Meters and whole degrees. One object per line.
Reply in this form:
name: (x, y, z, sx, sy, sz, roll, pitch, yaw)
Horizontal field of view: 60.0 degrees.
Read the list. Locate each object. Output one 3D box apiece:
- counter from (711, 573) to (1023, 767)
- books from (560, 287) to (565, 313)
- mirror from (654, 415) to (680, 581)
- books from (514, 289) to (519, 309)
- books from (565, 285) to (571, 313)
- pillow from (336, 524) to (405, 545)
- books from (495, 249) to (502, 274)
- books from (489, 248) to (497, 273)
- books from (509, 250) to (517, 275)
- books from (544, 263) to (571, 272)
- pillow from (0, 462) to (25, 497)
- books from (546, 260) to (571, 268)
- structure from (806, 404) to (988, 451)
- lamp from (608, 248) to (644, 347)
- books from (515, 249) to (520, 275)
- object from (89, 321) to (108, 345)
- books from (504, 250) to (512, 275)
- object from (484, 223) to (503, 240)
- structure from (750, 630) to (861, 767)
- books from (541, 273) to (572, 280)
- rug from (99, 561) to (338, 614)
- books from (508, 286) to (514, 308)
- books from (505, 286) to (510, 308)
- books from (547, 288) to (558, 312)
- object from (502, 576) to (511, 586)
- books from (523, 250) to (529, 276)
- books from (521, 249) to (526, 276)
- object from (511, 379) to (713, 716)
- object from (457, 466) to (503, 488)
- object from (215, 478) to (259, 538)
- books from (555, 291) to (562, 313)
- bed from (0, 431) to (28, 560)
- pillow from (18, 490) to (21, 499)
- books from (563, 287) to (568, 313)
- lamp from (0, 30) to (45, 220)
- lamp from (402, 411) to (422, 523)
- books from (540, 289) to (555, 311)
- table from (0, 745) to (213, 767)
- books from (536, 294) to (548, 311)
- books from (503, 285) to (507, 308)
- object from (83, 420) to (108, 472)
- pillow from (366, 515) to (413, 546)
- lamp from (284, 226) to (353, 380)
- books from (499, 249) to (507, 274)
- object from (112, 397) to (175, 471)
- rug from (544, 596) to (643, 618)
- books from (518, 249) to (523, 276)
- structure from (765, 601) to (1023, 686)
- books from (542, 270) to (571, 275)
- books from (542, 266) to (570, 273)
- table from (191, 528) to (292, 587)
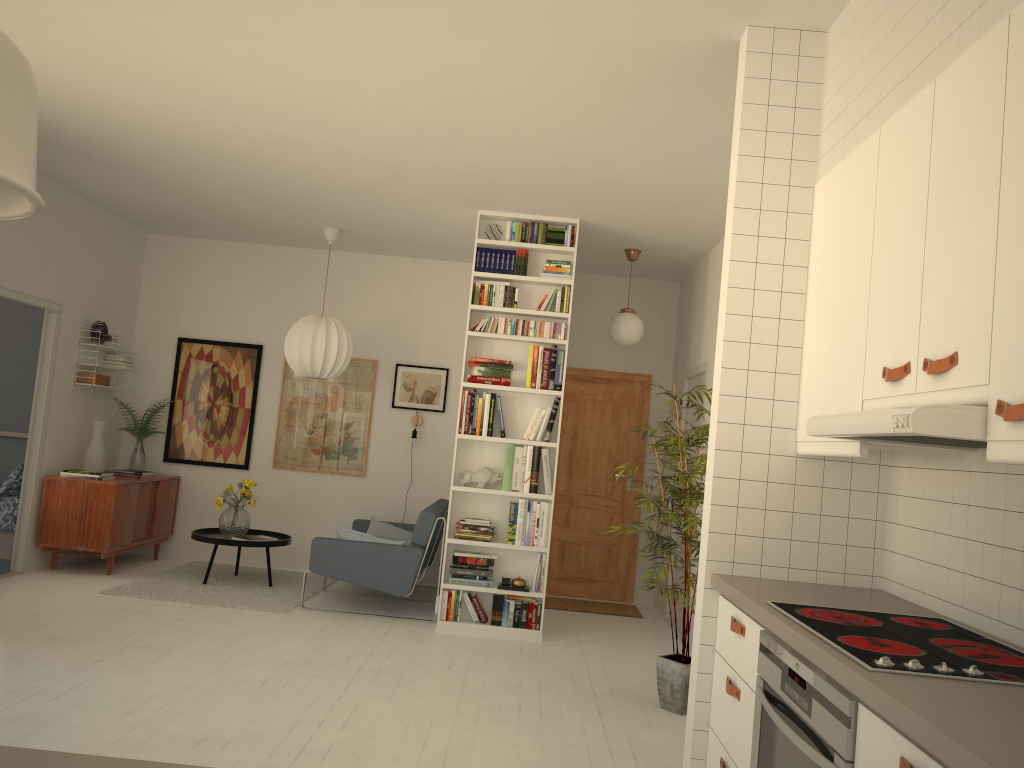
counter: (-0.183, 0.497, 0.672, 2.856, 0.163, 4.842, 5, -4, 1)
books: (0.353, -0.576, 6.259, 0.022, 0.187, 0.186, 5, -4, 1)
mirror: (1.323, 0.957, 7.604, 0.029, 1.371, 0.500, 5, -4, 1)
books: (0.031, -0.583, 6.242, 0.020, 0.145, 0.189, 5, -4, 1)
books: (0.391, -0.579, 6.243, 0.022, 0.199, 0.212, 5, -4, 1)
pillow: (-1.032, 1.194, 6.338, 0.533, 0.354, 0.141, 5, -4, 1)
books: (-0.096, -0.847, 6.275, 0.034, 0.179, 0.188, 5, -4, 1)
books: (-0.131, -0.851, 6.275, 0.034, 0.179, 0.188, 5, -4, 1)
books: (0.008, -0.838, 6.273, 0.034, 0.179, 0.188, 5, -4, 1)
books: (0.322, -0.814, 6.243, 0.179, 0.016, 0.208, 5, -4, 6)
pillow: (-4.052, 0.777, 7.339, 0.237, 0.338, 0.437, 6, -4, -1)
books: (0.333, -0.837, 6.261, 0.169, 0.032, 0.188, 5, -4, 6)
structure: (1.062, 0.110, 2.166, 0.482, 0.073, 0.680, 5, -4, 1)
lamp: (0.913, -0.670, 6.933, 0.275, 0.768, 0.275, 6, -4, -4)
books: (0.039, -0.839, 6.283, 0.020, 0.191, 0.205, 5, -4, 1)
object: (-3.349, -0.414, 7.190, 0.139, 0.200, 0.139, 1, -6, 45)
books: (-0.027, -0.841, 6.273, 0.034, 0.179, 0.188, 5, -4, 1)
object: (-0.128, -1.062, 6.232, 0.131, 0.131, 0.131, 6, -4, -3)
structure: (0.989, 0.915, 2.112, 0.704, 0.447, 0.682, 5, -4, 1)
books: (0.309, -0.737, 6.262, 0.214, 0.038, 0.222, 5, -4, 1)
rug: (-2.170, 1.565, 6.935, 1.304, 0.012, 1.660, 5, -4, 3)
books: (-0.007, -0.593, 6.224, 0.023, 0.153, 0.176, 5, -4, 1)
books: (-0.030, -0.594, 6.258, 0.024, 0.155, 0.206, 5, -4, 1)
books: (0.280, -0.575, 6.247, 0.065, 0.168, 0.228, 5, -4, 1)
object: (-0.040, 1.350, 6.071, 0.058, 0.055, 0.058, 5, -4, 1)
books: (0.099, -0.834, 6.282, 0.020, 0.191, 0.205, 5, -4, 1)
books: (0.079, -0.836, 6.271, 0.020, 0.191, 0.205, 5, -4, 1)
object: (0.722, 0.875, 5.246, 0.778, 1.712, 2.088, 7, -4, -18)
object: (-0.214, 0.642, 6.126, 0.311, 0.150, 0.137, 5, -4, 9)
object: (-2.199, 0.981, 7.052, 0.291, 0.471, 0.361, 2, -5, 39)
books: (0.323, -0.562, 6.241, 0.030, 0.154, 0.199, 5, -4, 1)
bed: (-4.576, 0.885, 7.512, 1.656, 0.974, 0.933, 5, -4, 1)
pillow: (-3.894, 0.818, 7.545, 0.237, 0.385, 0.766, 6, -4, -1)
books: (0.372, -0.575, 6.245, 0.014, 0.188, 0.218, 5, -4, 1)
lamp: (-0.339, -0.869, 0.585, 0.229, 1.491, 0.229, 5, -4, 2)
lamp: (-1.047, 0.931, 7.881, 0.360, 1.417, 0.112, 5, -4, 1)
books: (0.247, -0.574, 6.261, 0.092, 0.165, 0.222, 5, -4, 1)
table: (-0.543, 0.867, 0.407, 0.794, 0.865, 1.423, 5, -4, 1)
books: (0.212, -0.559, 6.272, 0.073, 0.129, 0.200, 5, -4, 1)
books: (-0.048, -0.600, 6.239, 0.013, 0.159, 0.176, 5, -4, 1)
object: (-3.354, 0.516, 7.161, 0.160, 0.446, 0.158, 2, -5, 41)
pillow: (-1.011, 1.289, 7.610, 0.540, 0.277, 0.157, 5, -4, 3)
lamp: (-1.516, -0.655, 7.150, 0.536, 1.229, 0.535, 3, -5, 35)
books: (-0.062, -0.844, 6.274, 0.034, 0.179, 0.188, 5, -4, 1)
object: (-3.246, 0.446, 7.805, 0.476, 0.686, 0.397, 5, -4, 3)
rug: (0.598, 1.868, 7.452, 0.941, 0.002, 0.552, 5, -4, 1)
books: (0.059, -0.838, 6.280, 0.020, 0.191, 0.205, 5, -4, 1)
structure: (0.967, 0.628, 2.141, 0.504, 0.057, 0.763, 5, -4, 1)
books: (0.314, -0.765, 6.262, 0.200, 0.018, 0.208, 5, -4, 1)
books: (0.304, -0.791, 6.263, 0.173, 0.030, 0.199, 6, -4, -9)
table: (-2.145, 1.378, 6.992, 0.761, 0.386, 0.760, 4, -4, 17)
